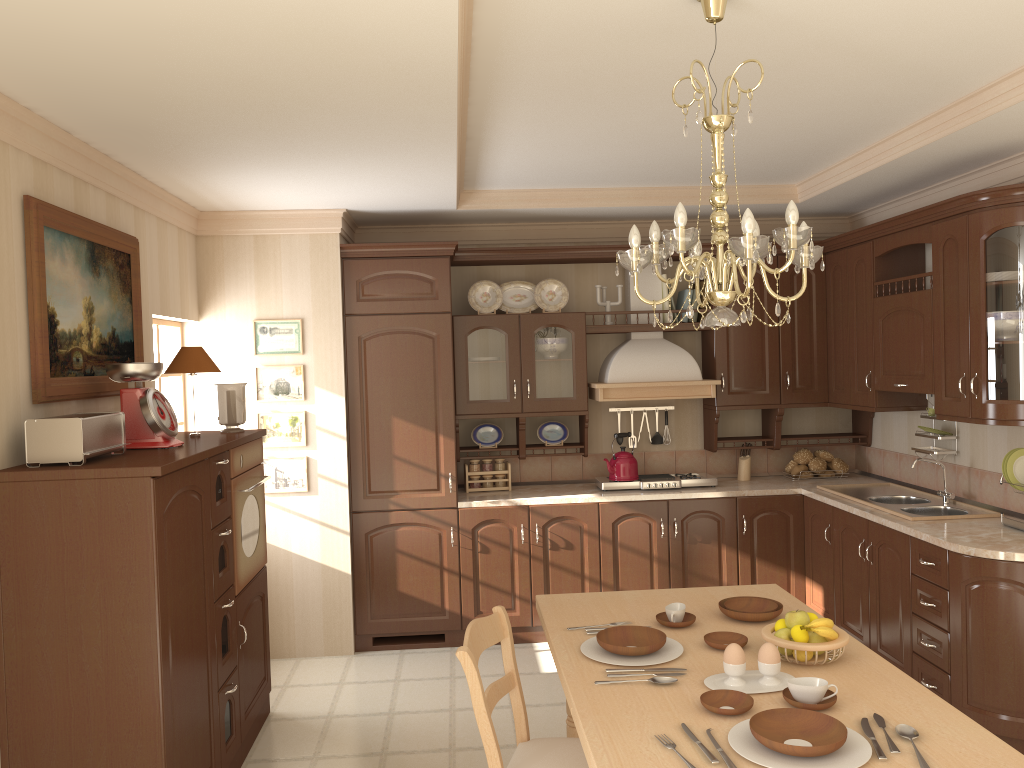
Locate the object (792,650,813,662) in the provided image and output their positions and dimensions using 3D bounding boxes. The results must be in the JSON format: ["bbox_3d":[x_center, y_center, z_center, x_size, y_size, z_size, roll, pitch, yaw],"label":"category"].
[{"bbox_3d":[0.798,0.739,2.434,0.055,0.046,0.046,-1,2,29],"label":"object"}]

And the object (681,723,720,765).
[{"bbox_3d":[0.411,0.792,1.960,0.018,0.008,0.212,-2,2,-9],"label":"object"}]

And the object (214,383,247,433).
[{"bbox_3d":[-1.279,0.108,4.045,0.144,0.220,0.144,-2,2,-21],"label":"object"}]

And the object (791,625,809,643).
[{"bbox_3d":[0.794,0.691,2.444,0.045,0.053,0.051,-2,2,-15],"label":"object"}]

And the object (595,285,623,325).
[{"bbox_3d":[0.584,-0.489,5.522,0.163,0.248,0.174,-3,2,-41],"label":"object"}]

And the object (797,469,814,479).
[{"bbox_3d":[1.847,0.567,5.598,0.114,0.058,0.119,-3,2,-39],"label":"object"}]

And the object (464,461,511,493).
[{"bbox_3d":[-0.153,0.574,5.490,0.276,0.170,0.140,-2,2,-8],"label":"object"}]

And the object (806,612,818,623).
[{"bbox_3d":[0.850,0.676,2.535,0.054,0.046,0.047,-1,2,38],"label":"object"}]

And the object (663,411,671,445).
[{"bbox_3d":[0.994,0.283,5.699,0.049,0.219,0.049,-2,2,-26],"label":"object"}]

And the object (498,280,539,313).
[{"bbox_3d":[0.037,-0.542,5.512,0.342,0.209,0.073,-2,2,-3],"label":"object"}]

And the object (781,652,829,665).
[{"bbox_3d":[0.824,0.764,2.494,0.128,0.011,0.128,-1,2,37],"label":"object"}]

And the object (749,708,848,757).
[{"bbox_3d":[0.623,0.767,1.933,0.204,0.042,0.204,-3,2,-34],"label":"object"}]

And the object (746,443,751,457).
[{"bbox_3d":[1.495,0.475,5.628,0.053,0.198,0.027,-2,2,-20],"label":"object"}]

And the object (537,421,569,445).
[{"bbox_3d":[0.256,0.305,5.548,0.202,0.143,0.071,-2,2,-6],"label":"object"}]

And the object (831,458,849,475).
[{"bbox_3d":[2.058,0.516,5.566,0.097,0.106,0.117,0,2,42],"label":"object"}]

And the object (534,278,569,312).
[{"bbox_3d":[0.242,-0.549,5.468,0.220,0.210,0.068,-2,2,-6],"label":"object"}]

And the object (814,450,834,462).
[{"bbox_3d":[1.977,0.456,5.624,0.112,0.078,0.125,-2,2,-9],"label":"object"}]

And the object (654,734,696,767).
[{"bbox_3d":[0.360,0.797,1.905,0.028,0.004,0.218,-2,2,-14],"label":"object"}]

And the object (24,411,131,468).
[{"bbox_3d":[-1.423,0.177,2.931,0.192,0.150,0.360,-2,2,-4],"label":"object"}]

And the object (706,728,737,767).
[{"bbox_3d":[0.453,0.792,1.925,0.022,0.008,0.218,-2,2,-1],"label":"object"}]

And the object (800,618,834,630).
[{"bbox_3d":[0.858,0.680,2.461,0.066,0.085,0.184,-1,2,34],"label":"object"}]

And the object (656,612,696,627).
[{"bbox_3d":[0.523,0.756,2.832,0.126,0.026,0.127,-1,2,23],"label":"object"}]

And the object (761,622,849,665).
[{"bbox_3d":[0.823,0.732,2.493,0.235,0.068,0.235,0,2,44],"label":"object"}]

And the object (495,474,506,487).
[{"bbox_3d":[-0.073,0.600,5.501,0.068,0.088,0.068,-1,2,13],"label":"object"}]

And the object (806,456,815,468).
[{"bbox_3d":[1.894,0.498,5.657,0.113,0.092,0.110,-3,2,-41],"label":"object"}]

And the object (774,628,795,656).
[{"bbox_3d":[0.768,0.722,2.485,0.074,0.076,0.072,-3,2,-29],"label":"object"}]

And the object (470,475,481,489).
[{"bbox_3d":[-0.227,0.605,5.478,0.068,0.088,0.068,-1,2,13],"label":"object"}]

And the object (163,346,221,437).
[{"bbox_3d":[-1.374,0.033,3.824,0.237,0.388,0.235,-1,2,8],"label":"object"}]

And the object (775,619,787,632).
[{"bbox_3d":[0.776,0.697,2.541,0.045,0.047,0.055,-1,2,28],"label":"object"}]

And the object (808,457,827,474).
[{"bbox_3d":[1.913,0.508,5.557,0.110,0.102,0.115,-1,2,25],"label":"object"}]

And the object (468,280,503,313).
[{"bbox_3d":[-0.163,-0.536,5.442,0.220,0.210,0.068,-2,2,-6],"label":"object"}]

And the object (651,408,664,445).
[{"bbox_3d":[0.932,0.274,5.707,0.088,0.236,0.028,-2,2,-4],"label":"object"}]

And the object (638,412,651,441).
[{"bbox_3d":[0.848,0.279,5.689,0.089,0.195,0.005,-2,2,-4],"label":"object"}]

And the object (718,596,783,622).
[{"bbox_3d":[0.777,0.739,2.888,0.204,0.042,0.204,-1,2,35],"label":"object"}]

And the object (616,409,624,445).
[{"bbox_3d":[0.688,0.278,5.677,0.048,0.231,0.015,-2,2,-2],"label":"object"}]

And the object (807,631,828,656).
[{"bbox_3d":[0.842,0.721,2.473,0.077,0.065,0.076,-3,2,-27],"label":"object"}]

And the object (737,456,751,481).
[{"bbox_3d":[1.482,0.532,5.635,0.078,0.148,0.151,-1,2,34],"label":"object"}]

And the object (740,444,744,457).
[{"bbox_3d":[1.460,0.481,5.638,0.053,0.198,0.027,-2,2,-20],"label":"object"}]

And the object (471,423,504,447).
[{"bbox_3d":[-0.154,0.318,5.524,0.202,0.143,0.071,-2,2,-6],"label":"object"}]

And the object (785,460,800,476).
[{"bbox_3d":[1.789,0.530,5.642,0.123,0.109,0.092,-3,2,-36],"label":"object"}]

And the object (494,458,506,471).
[{"bbox_3d":[-0.076,0.499,5.498,0.068,0.088,0.068,-1,2,13],"label":"object"}]

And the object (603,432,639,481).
[{"bbox_3d":[0.666,0.436,5.349,0.181,0.282,0.227,-1,2,20],"label":"object"}]

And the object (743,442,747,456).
[{"bbox_3d":[1.482,0.469,5.658,0.027,0.191,0.052,0,2,42],"label":"object"}]

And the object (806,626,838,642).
[{"bbox_3d":[0.864,0.698,2.442,0.064,0.094,0.176,-1,2,33],"label":"object"}]

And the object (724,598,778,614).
[{"bbox_3d":[0.778,0.735,2.886,0.168,0.034,0.168,-2,2,7],"label":"object"}]

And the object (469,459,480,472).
[{"bbox_3d":[-0.230,0.504,5.476,0.068,0.088,0.068,-1,2,13],"label":"object"}]

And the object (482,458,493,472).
[{"bbox_3d":[-0.153,0.502,5.487,0.068,0.088,0.068,-1,2,13],"label":"object"}]

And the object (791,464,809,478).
[{"bbox_3d":[1.807,0.550,5.573,0.104,0.092,0.114,0,2,43],"label":"object"}]

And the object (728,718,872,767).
[{"bbox_3d":[0.625,0.785,1.934,0.299,0.009,0.299,-2,2,-25],"label":"object"}]

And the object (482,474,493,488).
[{"bbox_3d":[-0.150,0.602,5.490,0.068,0.088,0.068,-1,2,13],"label":"object"}]

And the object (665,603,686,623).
[{"bbox_3d":[0.521,0.740,2.825,0.063,0.055,0.119,-1,2,25],"label":"object"}]

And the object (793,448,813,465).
[{"bbox_3d":[1.838,0.458,5.598,0.118,0.105,0.100,-2,2,-9],"label":"object"}]

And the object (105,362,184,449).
[{"bbox_3d":[-1.390,0.079,3.334,0.263,0.317,0.218,-2,2,0],"label":"object"}]

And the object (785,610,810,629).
[{"bbox_3d":[0.806,0.671,2.505,0.068,0.061,0.069,-1,2,13],"label":"object"}]

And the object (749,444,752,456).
[{"bbox_3d":[1.513,0.463,5.661,0.050,0.159,0.022,-3,2,-34],"label":"object"}]

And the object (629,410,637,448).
[{"bbox_3d":[0.771,0.288,5.686,0.051,0.245,0.003,-2,2,-4],"label":"object"}]
